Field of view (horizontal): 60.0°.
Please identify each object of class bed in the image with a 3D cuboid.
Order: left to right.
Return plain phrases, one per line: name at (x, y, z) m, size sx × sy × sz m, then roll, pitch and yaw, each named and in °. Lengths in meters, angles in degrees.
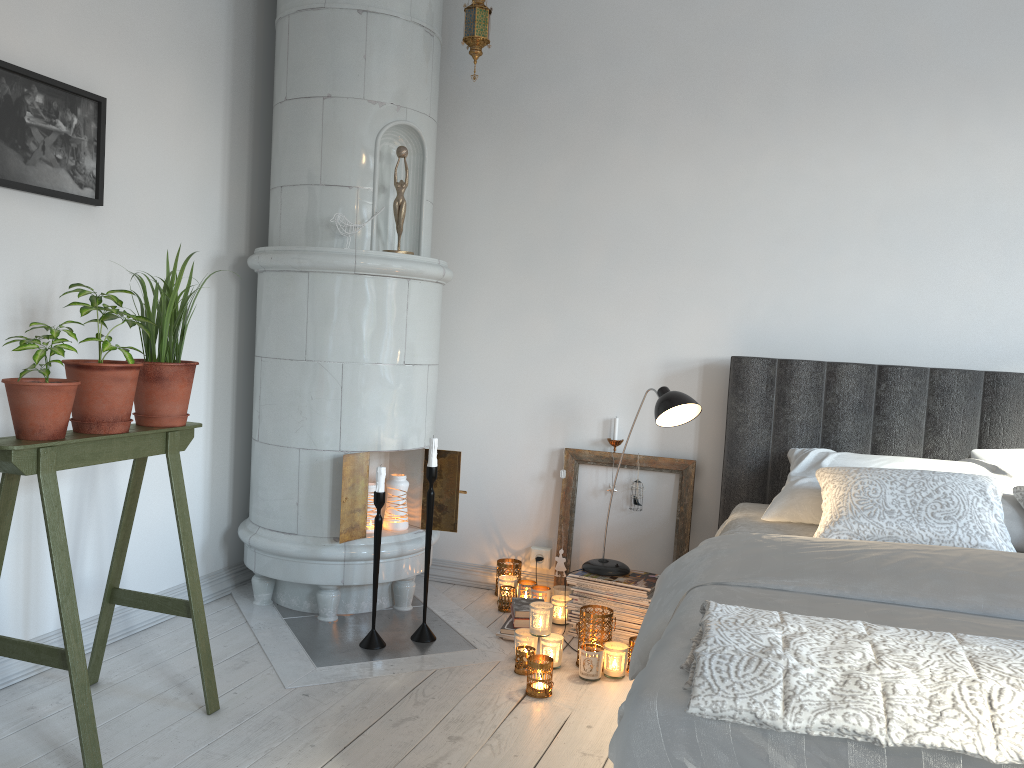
bed at (1.268, 0.510, 2.110) m, size 1.887 × 1.048 × 2.174 m, roll 4°, pitch 3°, yaw 18°

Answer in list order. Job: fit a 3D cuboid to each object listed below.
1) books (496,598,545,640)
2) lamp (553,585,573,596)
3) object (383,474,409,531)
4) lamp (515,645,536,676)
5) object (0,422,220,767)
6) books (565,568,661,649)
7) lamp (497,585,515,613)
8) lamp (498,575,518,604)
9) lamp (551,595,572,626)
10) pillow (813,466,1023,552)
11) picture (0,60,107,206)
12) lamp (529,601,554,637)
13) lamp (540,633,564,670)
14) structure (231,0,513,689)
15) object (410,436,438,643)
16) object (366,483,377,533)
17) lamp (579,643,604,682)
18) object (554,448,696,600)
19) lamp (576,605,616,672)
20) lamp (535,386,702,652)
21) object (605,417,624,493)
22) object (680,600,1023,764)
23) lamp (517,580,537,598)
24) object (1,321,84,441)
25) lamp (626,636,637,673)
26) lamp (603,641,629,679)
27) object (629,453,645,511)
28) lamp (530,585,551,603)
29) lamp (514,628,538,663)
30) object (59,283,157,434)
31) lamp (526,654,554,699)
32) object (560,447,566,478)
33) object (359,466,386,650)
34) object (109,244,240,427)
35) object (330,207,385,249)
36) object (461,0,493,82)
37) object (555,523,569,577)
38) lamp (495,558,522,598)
books at (0.057, 0.859, 3.230) m, size 0.175 × 0.096 × 0.262 m, roll 4°, pitch 3°, yaw 13°
lamp at (0.198, 0.851, 3.489) m, size 0.081 × 0.099 × 0.080 m, roll 1°, pitch 4°, yaw -25°
object at (-0.440, 0.451, 3.381) m, size 0.098 × 0.210 × 0.098 m, roll 4°, pitch 4°, yaw 17°
lamp at (0.041, 0.888, 2.843) m, size 0.070 × 0.079 × 0.067 m, roll 1°, pitch 4°, yaw -30°
object at (-1.063, 0.506, 2.274) m, size 0.431 × 0.775 × 0.670 m, roll 5°, pitch 4°, yaw 18°
books at (0.396, 0.809, 3.247) m, size 0.346 × 0.232 × 0.245 m, roll 5°, pitch 4°, yaw 27°
lamp at (-0.024, 0.844, 3.476) m, size 0.073 × 0.092 × 0.063 m, roll 0°, pitch 5°, yaw -39°
lamp at (-0.019, 0.834, 3.590) m, size 0.081 × 0.099 × 0.080 m, roll 3°, pitch 4°, yaw -10°
lamp at (0.185, 0.858, 3.357) m, size 0.081 × 0.099 × 0.080 m, roll 3°, pitch 4°, yaw -10°
pillow at (1.440, 0.387, 2.498) m, size 1.146 × 0.226 × 0.415 m, roll 4°, pitch 3°, yaw 11°
picture at (-1.340, -0.711, 2.553) m, size 0.037 × 0.329 × 0.414 m, roll 5°, pitch 4°, yaw 18°
lamp at (0.096, 0.777, 2.926) m, size 0.081 × 0.099 × 0.080 m, roll 1°, pitch 4°, yaw -28°
lamp at (0.129, 0.879, 2.915) m, size 0.080 × 0.099 × 0.080 m, roll 0°, pitch 5°, yaw -37°
structure at (-0.512, -0.468, 3.254) m, size 0.800 × 2.839 × 1.246 m, roll 1°, pitch 4°, yaw -27°
object at (-0.290, 0.534, 3.078) m, size 0.091 × 0.719 × 0.091 m, roll 5°, pitch 5°, yaw 27°
object at (-0.536, 0.464, 3.319) m, size 0.093 × 0.180 × 0.092 m, roll 5°, pitch 4°, yaw 22°
lamp at (0.252, 0.890, 2.833) m, size 0.080 × 0.099 × 0.080 m, roll 0°, pitch 5°, yaw -37°
object at (0.444, 0.595, 3.549) m, size 0.528 × 0.631 × 0.082 m, roll 4°, pitch 4°, yaw 18°
lamp at (0.278, 0.841, 2.940) m, size 0.121 × 0.188 × 0.117 m, roll 1°, pitch 4°, yaw -29°
lamp at (0.323, 0.453, 3.245) m, size 0.825 × 0.937 × 0.450 m, roll 6°, pitch 5°, yaw 36°
object at (0.412, 0.289, 3.569) m, size 0.067 × 0.321 × 0.067 m, roll 2°, pitch 4°, yaw -23°
object at (0.994, 0.500, 1.311) m, size 1.459 × 0.104 × 0.404 m, roll 4°, pitch 3°, yaw 18°
lamp at (0.058, 0.841, 3.543) m, size 0.081 × 0.099 × 0.080 m, roll 3°, pitch 4°, yaw -10°
object at (-1.091, -0.011, 2.047) m, size 0.177 × 0.278 × 0.194 m, roll 2°, pitch 4°, yaw -15°
lamp at (0.419, 0.892, 2.906) m, size 0.080 × 0.107 × 0.080 m, roll 3°, pitch 4°, yaw -9°
lamp at (0.333, 0.893, 2.865) m, size 0.080 × 0.099 × 0.080 m, roll 0°, pitch 5°, yaw -37°
object at (0.503, 0.390, 3.528) m, size 0.062 × 0.228 × 0.063 m, roll 7°, pitch 6°, yaw 42°
lamp at (0.110, 0.847, 3.473) m, size 0.081 × 0.099 × 0.080 m, roll 3°, pitch 4°, yaw -10°
lamp at (0.046, 0.872, 2.949) m, size 0.080 × 0.099 × 0.080 m, roll 0°, pitch 5°, yaw -37°
object at (-1.006, -0.063, 2.229) m, size 0.234 × 0.370 × 0.258 m, roll 6°, pitch 4°, yaw 30°
lamp at (0.084, 0.885, 2.686) m, size 0.081 × 0.106 × 0.081 m, roll 3°, pitch 4°, yaw -5°
object at (0.212, 0.321, 3.623) m, size 0.024 × 0.127 × 0.023 m, roll 3°, pitch 4°, yaw 2°
object at (-0.455, 0.578, 2.987) m, size 0.091 × 0.623 × 0.091 m, roll 3°, pitch 4°, yaw -3°
object at (-0.931, -0.134, 2.420) m, size 0.333 × 0.499 × 0.300 m, roll 3°, pitch 4°, yaw 1°
object at (-0.545, -0.554, 3.126) m, size 0.196 × 0.165 × 0.059 m, roll 1°, pitch 4°, yaw -27°
object at (-0.130, -1.403, 3.361) m, size 0.117 × 0.506 × 0.105 m, roll 3°, pitch 4°, yaw -8°
object at (0.210, 0.675, 3.610) m, size 0.062 × 0.221 × 0.028 m, roll 4°, pitch 4°, yaw 13°
lamp at (-0.015, 0.807, 3.688) m, size 0.108 × 0.141 × 0.107 m, roll 3°, pitch 4°, yaw -9°
